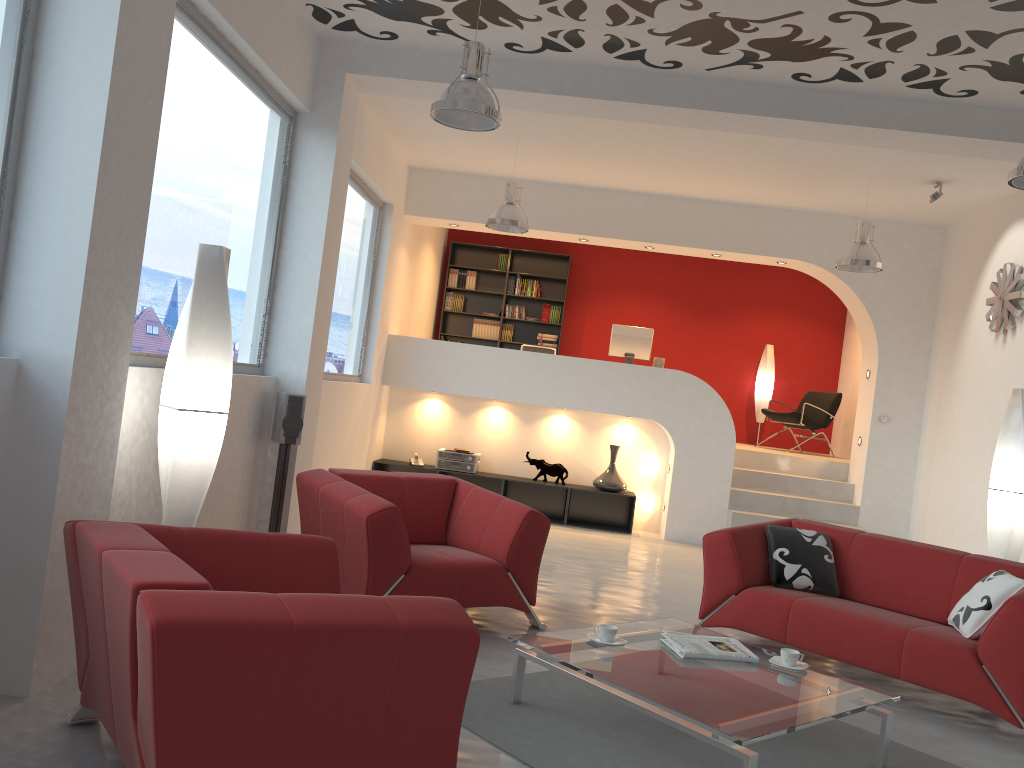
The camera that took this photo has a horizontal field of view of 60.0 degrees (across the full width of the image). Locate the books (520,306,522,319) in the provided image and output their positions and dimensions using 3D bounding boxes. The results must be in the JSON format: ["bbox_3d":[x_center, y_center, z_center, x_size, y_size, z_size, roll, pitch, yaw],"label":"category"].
[{"bbox_3d":[0.129,-0.962,12.100,0.031,0.190,0.135,7,0,4],"label":"books"}]

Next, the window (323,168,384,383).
[{"bbox_3d":[-1.512,-0.929,7.606,0.100,1.800,2.400,7,0,4],"label":"window"}]

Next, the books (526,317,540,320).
[{"bbox_3d":[0.288,-0.883,12.088,0.190,0.015,0.135,7,0,9],"label":"books"}]

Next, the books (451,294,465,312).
[{"bbox_3d":[-0.735,-1.096,12.152,0.146,0.240,0.170,7,0,4],"label":"books"}]

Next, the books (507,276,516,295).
[{"bbox_3d":[-0.006,-1.331,12.107,0.090,0.256,0.181,7,0,4],"label":"books"}]

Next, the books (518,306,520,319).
[{"bbox_3d":[0.099,-0.965,12.102,0.031,0.190,0.135,7,0,4],"label":"books"}]

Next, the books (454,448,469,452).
[{"bbox_3d":[-0.533,0.706,9.436,0.135,0.015,0.190,7,0,-11],"label":"books"}]

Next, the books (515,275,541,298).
[{"bbox_3d":[0.229,-1.317,12.068,0.341,0.286,0.231,7,0,4],"label":"books"}]

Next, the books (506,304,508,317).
[{"bbox_3d":[-0.064,-0.986,12.114,0.031,0.190,0.135,7,0,4],"label":"books"}]

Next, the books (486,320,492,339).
[{"bbox_3d":[-0.304,-0.733,12.106,0.040,0.260,0.200,7,0,4],"label":"books"}]

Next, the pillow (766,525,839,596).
[{"bbox_3d":[1.695,1.027,5.188,0.402,0.343,0.288,7,0,-4],"label":"pillow"}]

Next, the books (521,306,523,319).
[{"bbox_3d":[0.143,-0.960,12.099,0.031,0.190,0.135,7,0,4],"label":"books"}]

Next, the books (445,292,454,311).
[{"bbox_3d":[-0.853,-1.120,12.161,0.090,0.256,0.181,7,0,4],"label":"books"}]

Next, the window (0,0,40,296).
[{"bbox_3d":[-1.891,-1.021,2.019,0.100,1.800,2.400,7,0,4],"label":"window"}]

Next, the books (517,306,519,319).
[{"bbox_3d":[0.084,-0.967,12.103,0.031,0.190,0.135,7,0,4],"label":"books"}]

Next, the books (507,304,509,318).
[{"bbox_3d":[-0.050,-0.984,12.113,0.031,0.190,0.135,7,0,4],"label":"books"}]

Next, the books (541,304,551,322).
[{"bbox_3d":[0.462,-0.953,12.070,0.090,0.256,0.181,7,0,4],"label":"books"}]

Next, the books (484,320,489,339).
[{"bbox_3d":[-0.344,-0.739,12.108,0.040,0.260,0.200,7,0,4],"label":"books"}]

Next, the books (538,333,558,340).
[{"bbox_3d":[0.489,-0.643,12.025,0.260,0.040,0.200,7,0,4],"label":"books"}]

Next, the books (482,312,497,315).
[{"bbox_3d":[-0.303,-0.958,12.129,0.190,0.015,0.135,7,0,4],"label":"books"}]

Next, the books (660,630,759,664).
[{"bbox_3d":[0.852,1.147,3.869,0.367,0.035,0.345,7,0,-6],"label":"books"}]

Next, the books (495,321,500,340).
[{"bbox_3d":[-0.183,-0.718,12.097,0.040,0.260,0.200,7,0,4],"label":"books"}]

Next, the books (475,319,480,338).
[{"bbox_3d":[-0.464,-0.754,12.117,0.040,0.260,0.200,7,0,4],"label":"books"}]

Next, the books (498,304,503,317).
[{"bbox_3d":[-0.155,-0.996,12.120,0.063,0.187,0.135,7,0,4],"label":"books"}]

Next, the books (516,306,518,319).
[{"bbox_3d":[0.069,-0.969,12.104,0.031,0.190,0.135,7,0,4],"label":"books"}]

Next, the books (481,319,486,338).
[{"bbox_3d":[-0.384,-0.744,12.111,0.040,0.260,0.200,7,0,4],"label":"books"}]

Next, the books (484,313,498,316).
[{"bbox_3d":[-0.287,-0.941,12.128,0.190,0.015,0.135,7,0,4],"label":"books"}]

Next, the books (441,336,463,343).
[{"bbox_3d":[-0.810,-0.492,12.125,0.341,0.286,0.231,7,0,4],"label":"books"}]

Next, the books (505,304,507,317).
[{"bbox_3d":[-0.079,-0.988,12.115,0.031,0.190,0.135,7,0,4],"label":"books"}]

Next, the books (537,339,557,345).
[{"bbox_3d":[0.474,-0.564,12.035,0.260,0.040,0.200,7,0,4],"label":"books"}]

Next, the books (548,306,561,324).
[{"bbox_3d":[0.580,-0.929,12.060,0.146,0.240,0.170,7,0,4],"label":"books"}]

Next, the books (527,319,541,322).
[{"bbox_3d":[0.296,-0.867,12.087,0.190,0.015,0.135,7,0,4],"label":"books"}]

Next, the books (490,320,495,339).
[{"bbox_3d":[-0.263,-0.728,12.103,0.040,0.260,0.200,7,0,4],"label":"books"}]

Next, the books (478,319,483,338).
[{"bbox_3d":[-0.424,-0.749,12.114,0.040,0.260,0.200,7,0,4],"label":"books"}]

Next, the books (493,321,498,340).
[{"bbox_3d":[-0.223,-0.723,12.100,0.040,0.260,0.200,7,0,4],"label":"books"}]

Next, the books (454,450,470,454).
[{"bbox_3d":[-0.532,0.721,9.426,0.135,0.015,0.190,7,0,-16],"label":"books"}]

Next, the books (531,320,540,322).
[{"bbox_3d":[0.288,-0.853,12.087,0.190,0.015,0.135,7,0,-1],"label":"books"}]

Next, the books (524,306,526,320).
[{"bbox_3d":[0.173,-0.956,12.097,0.031,0.190,0.135,7,0,4],"label":"books"}]

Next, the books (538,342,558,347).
[{"bbox_3d":[0.487,-0.522,12.036,0.260,0.040,0.200,7,0,5],"label":"books"}]

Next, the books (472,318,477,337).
[{"bbox_3d":[-0.504,-0.759,12.120,0.040,0.260,0.200,7,0,4],"label":"books"}]

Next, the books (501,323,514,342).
[{"bbox_3d":[-0.059,-0.692,12.100,0.146,0.240,0.170,7,0,4],"label":"books"}]

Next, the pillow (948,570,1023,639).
[{"bbox_3d":[2.404,1.112,4.491,0.288,0.343,0.402,7,0,11],"label":"pillow"}]

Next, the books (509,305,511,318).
[{"bbox_3d":[-0.020,-0.980,12.110,0.031,0.190,0.135,7,0,4],"label":"books"}]

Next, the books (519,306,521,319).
[{"bbox_3d":[0.114,-0.964,12.101,0.031,0.190,0.135,7,0,4],"label":"books"}]

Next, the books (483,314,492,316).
[{"bbox_3d":[-0.296,-0.927,12.128,0.190,0.015,0.135,7,0,4],"label":"books"}]

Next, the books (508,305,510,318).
[{"bbox_3d":[-0.035,-0.982,12.111,0.031,0.190,0.135,7,0,4],"label":"books"}]

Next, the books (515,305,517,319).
[{"bbox_3d":[0.054,-0.971,12.105,0.031,0.190,0.135,7,0,4],"label":"books"}]

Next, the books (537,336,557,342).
[{"bbox_3d":[0.474,-0.605,12.034,0.260,0.040,0.200,7,0,3],"label":"books"}]

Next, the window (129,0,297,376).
[{"bbox_3d":[-1.702,-0.975,4.812,0.100,1.800,2.400,7,0,4],"label":"window"}]
